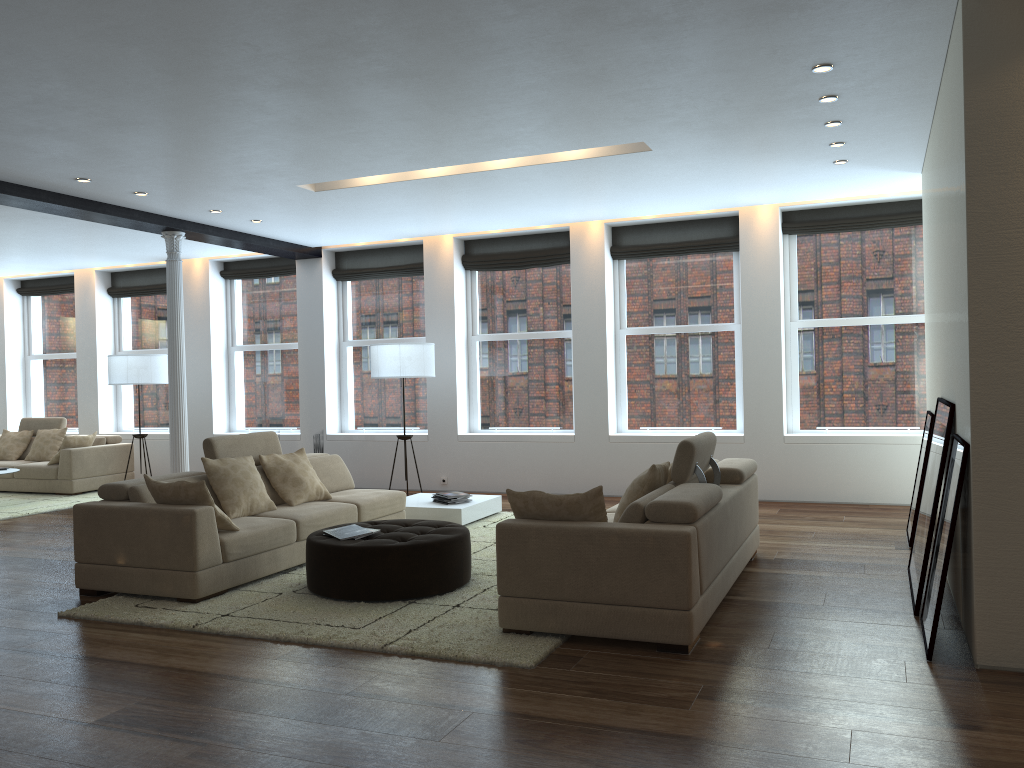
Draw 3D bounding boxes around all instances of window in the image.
[{"bbox_3d":[-6.800,-0.396,13.344,1.444,2.400,0.123,-1,0,23],"label":"window"},{"bbox_3d":[3.592,-0.616,9.025,1.563,2.400,0.123,-1,0,23],"label":"window"},{"bbox_3d":[-5.143,-0.431,12.655,1.345,2.400,0.123,-1,0,23],"label":"window"},{"bbox_3d":[-1.561,-0.507,11.167,1.432,2.400,0.123,-1,0,23],"label":"window"},{"bbox_3d":[1.835,-0.579,9.755,1.443,2.400,0.123,-1,0,23],"label":"window"},{"bbox_3d":[-3.234,-0.471,11.862,1.391,2.400,0.123,-1,0,23],"label":"window"},{"bbox_3d":[0.134,-0.543,10.462,1.442,2.400,0.123,-1,0,23],"label":"window"}]

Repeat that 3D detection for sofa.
[{"bbox_3d":[-1.861,0.857,6.672,1.021,0.950,2.581,-1,0,23],"label":"sofa"},{"bbox_3d":[0.859,0.799,5.541,1.021,0.950,2.581,-1,0,23],"label":"sofa"},{"bbox_3d":[-6.372,0.931,11.764,2.581,0.950,1.018,-1,0,23],"label":"sofa"}]

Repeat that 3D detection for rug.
[{"bbox_3d":[-0.472,1.289,6.568,2.972,0.020,4.231,-1,0,23],"label":"rug"},{"bbox_3d":[-6.864,1.415,10.606,4.231,0.020,2.972,-1,0,23],"label":"rug"}]

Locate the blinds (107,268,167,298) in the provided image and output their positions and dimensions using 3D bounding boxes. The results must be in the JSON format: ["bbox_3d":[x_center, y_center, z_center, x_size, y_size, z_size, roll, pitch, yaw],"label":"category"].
[{"bbox_3d":[-5.192,-1.444,12.591,1.342,0.393,0.156,-1,0,23],"label":"blinds"}]

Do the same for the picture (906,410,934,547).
[{"bbox_3d":[3.159,0.713,6.869,0.195,0.988,0.700,-1,0,23],"label":"picture"}]

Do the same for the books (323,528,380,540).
[{"bbox_3d":[-1.018,0.944,5.626,0.300,0.031,0.219,-1,0,38],"label":"books"}]

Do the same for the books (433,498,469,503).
[{"bbox_3d":[-0.573,1.076,8.259,0.220,0.010,0.300,-2,0,-32],"label":"books"}]

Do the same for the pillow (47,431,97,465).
[{"bbox_3d":[-5.525,0.807,11.166,0.395,0.393,0.518,-1,0,19],"label":"pillow"}]

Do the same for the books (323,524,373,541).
[{"bbox_3d":[-1.040,0.937,5.612,0.220,0.040,0.301,-2,0,-33],"label":"books"}]

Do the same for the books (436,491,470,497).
[{"bbox_3d":[-0.553,1.027,8.272,0.220,0.010,0.300,-2,0,-27],"label":"books"}]

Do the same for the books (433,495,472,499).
[{"bbox_3d":[-0.553,1.047,8.272,0.300,0.010,0.220,-1,0,38],"label":"books"}]

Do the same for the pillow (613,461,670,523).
[{"bbox_3d":[0.772,0.673,5.300,0.301,0.439,0.534,-1,0,19],"label":"pillow"}]

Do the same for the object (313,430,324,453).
[{"bbox_3d":[-2.284,0.926,10.497,0.458,0.781,0.458,-1,0,22],"label":"object"}]

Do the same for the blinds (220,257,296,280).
[{"bbox_3d":[-3.284,-1.544,11.797,1.396,0.275,0.156,-1,0,23],"label":"blinds"}]

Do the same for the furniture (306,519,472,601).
[{"bbox_3d":[-0.793,1.116,5.744,1.057,0.355,1.057,-1,0,24],"label":"furniture"}]

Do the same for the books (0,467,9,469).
[{"bbox_3d":[-6.004,0.981,10.226,0.220,0.010,0.300,-1,0,38],"label":"books"}]

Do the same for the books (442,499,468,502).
[{"bbox_3d":[-0.552,1.066,8.272,0.220,0.010,0.300,-2,0,-17],"label":"books"}]

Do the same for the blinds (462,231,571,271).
[{"bbox_3d":[0.088,-1.549,10.397,1.439,0.424,0.156,-1,0,23],"label":"blinds"}]

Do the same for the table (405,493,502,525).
[{"bbox_3d":[-0.687,1.187,8.407,0.900,0.170,0.900,-1,0,23],"label":"table"}]

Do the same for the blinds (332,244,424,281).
[{"bbox_3d":[-1.616,-1.519,11.088,1.431,0.395,0.183,-1,0,23],"label":"blinds"}]

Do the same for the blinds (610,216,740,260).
[{"bbox_3d":[1.788,-1.593,9.690,1.442,0.393,0.156,-1,0,23],"label":"blinds"}]

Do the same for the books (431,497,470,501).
[{"bbox_3d":[-0.574,1.057,8.259,0.220,0.010,0.300,-2,1,-42],"label":"books"}]

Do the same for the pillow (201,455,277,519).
[{"bbox_3d":[-1.974,0.732,6.442,0.301,0.439,0.534,-1,0,26],"label":"pillow"}]

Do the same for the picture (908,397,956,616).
[{"bbox_3d":[2.471,0.667,5.254,0.225,1.140,1.183,-1,0,23],"label":"picture"}]

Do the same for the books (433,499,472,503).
[{"bbox_3d":[-0.552,1.085,8.272,0.300,0.010,0.220,-1,1,43],"label":"books"}]

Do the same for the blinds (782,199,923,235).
[{"bbox_3d":[3.544,-1.684,8.960,1.563,0.275,0.156,-1,0,23],"label":"blinds"}]

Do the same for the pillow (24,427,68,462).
[{"bbox_3d":[-6.136,0.796,11.677,0.534,0.439,0.301,-1,0,19],"label":"pillow"}]

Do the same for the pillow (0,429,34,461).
[{"bbox_3d":[-6.717,0.819,11.905,0.519,0.416,0.368,-1,0,18],"label":"pillow"}]

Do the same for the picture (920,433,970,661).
[{"bbox_3d":[2.093,0.757,4.306,0.195,0.988,0.700,-1,0,23],"label":"picture"}]

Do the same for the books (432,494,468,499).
[{"bbox_3d":[-0.574,1.037,8.259,0.220,0.010,0.300,-2,0,-32],"label":"books"}]

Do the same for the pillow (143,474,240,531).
[{"bbox_3d":[-2.046,0.761,5.648,0.518,0.393,0.395,-1,0,26],"label":"pillow"}]

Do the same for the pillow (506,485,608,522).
[{"bbox_3d":[0.261,0.712,4.690,0.518,0.393,0.395,-1,0,19],"label":"pillow"}]

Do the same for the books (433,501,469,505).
[{"bbox_3d":[-0.573,1.095,8.259,0.220,0.010,0.300,-2,0,-32],"label":"books"}]

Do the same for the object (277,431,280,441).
[{"bbox_3d":[-2.798,0.938,10.475,0.458,0.781,0.458,-1,0,22],"label":"object"}]

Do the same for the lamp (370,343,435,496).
[{"bbox_3d":[-1.174,0.428,9.680,0.698,1.728,0.698,-2,1,-44],"label":"lamp"}]

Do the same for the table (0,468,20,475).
[{"bbox_3d":[-6.104,1.196,9.958,1.022,0.393,1.022,-2,0,-23],"label":"table"}]

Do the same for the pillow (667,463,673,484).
[{"bbox_3d":[1.000,0.675,5.882,0.368,0.416,0.519,-1,0,18],"label":"pillow"}]

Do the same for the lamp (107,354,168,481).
[{"bbox_3d":[-4.672,0.501,11.133,0.698,1.728,0.698,-2,1,-44],"label":"lamp"}]

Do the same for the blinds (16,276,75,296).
[{"bbox_3d":[-6.848,-1.468,13.278,1.442,0.275,0.156,-1,0,23],"label":"blinds"}]

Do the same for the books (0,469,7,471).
[{"bbox_3d":[-5.990,0.990,10.205,0.300,0.010,0.220,-2,0,-32],"label":"books"}]

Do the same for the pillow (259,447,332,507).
[{"bbox_3d":[-1.723,0.732,7.014,0.368,0.416,0.519,-1,0,27],"label":"pillow"}]
